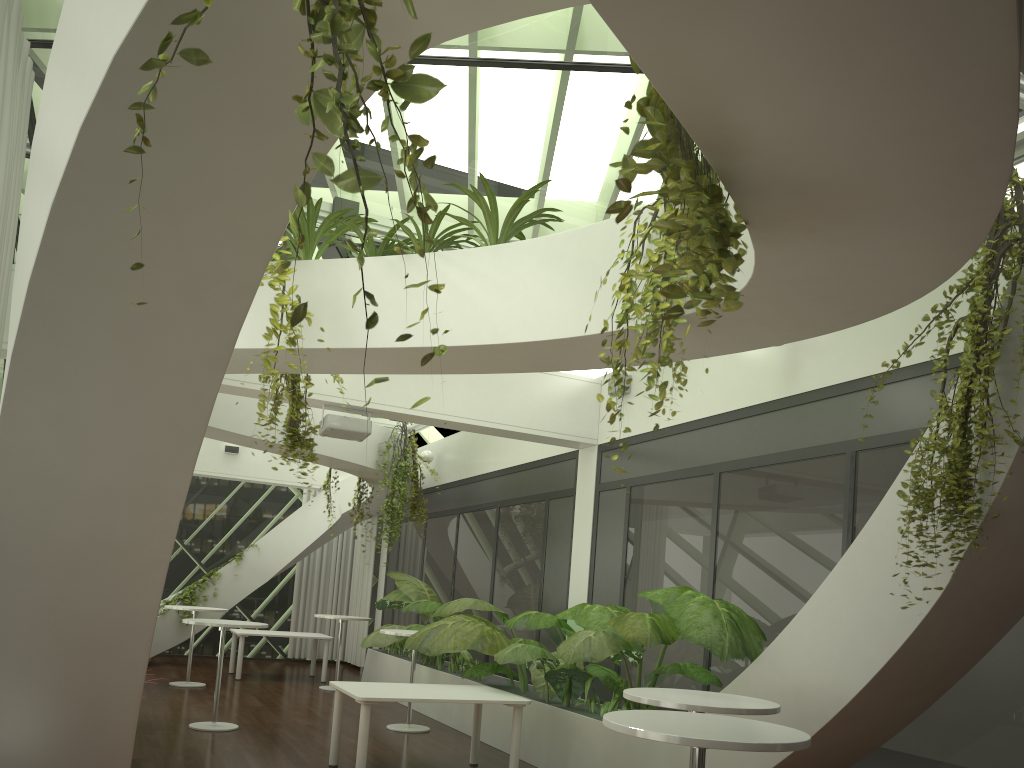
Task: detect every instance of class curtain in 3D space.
[{"bbox_3d":[-2.553,0.274,4.031,0.211,4.115,1.096,6,-6,-23],"label":"curtain"},{"bbox_3d":[-3.641,3.402,17.349,1.240,4.027,0.161,7,-5,-25],"label":"curtain"},{"bbox_3d":[-2.834,3.337,16.833,0.161,4.027,1.007,6,-6,-25],"label":"curtain"}]

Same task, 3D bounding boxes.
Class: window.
[{"bbox_3d":[-0.833,3.004,12.777,0.050,3.183,7.290,6,-12,-23],"label":"window"},{"bbox_3d":[-5.654,2.918,16.709,5.787,4.572,0.038,9,-6,-24],"label":"window"},{"bbox_3d":[-4.805,0.843,7.969,0.085,4.555,17.005,6,-13,-23],"label":"window"},{"bbox_3d":[2.276,1.568,5.933,0.050,3.183,7.199,6,-12,-23],"label":"window"},{"bbox_3d":[-2.065,-0.927,9.314,5.736,0.054,16.972,10,-15,-22],"label":"window"}]

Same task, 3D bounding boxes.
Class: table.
[{"bbox_3d":[-3.033,3.025,9.112,0.854,1.079,0.875,3,-8,11],"label":"table"},{"bbox_3d":[-4.514,3.709,12.370,0.854,1.079,0.875,3,-8,11],"label":"table"},{"bbox_3d":[-1.121,3.380,9.971,0.854,1.079,0.875,3,-8,11],"label":"table"},{"bbox_3d":[1.012,2.287,4.843,0.868,1.079,0.861,11,-10,-38],"label":"table"},{"bbox_3d":[-2.602,4.064,13.230,0.854,1.079,0.875,3,-8,11],"label":"table"},{"bbox_3d":[-3.762,4.386,14.135,1.513,0.707,1.083,10,-12,-23],"label":"table"},{"bbox_3d":[-0.747,2.993,7.499,1.513,0.707,1.083,10,-12,-23],"label":"table"},{"bbox_3d":[0.775,1.982,3.666,0.868,1.079,0.861,11,-10,-38],"label":"table"}]

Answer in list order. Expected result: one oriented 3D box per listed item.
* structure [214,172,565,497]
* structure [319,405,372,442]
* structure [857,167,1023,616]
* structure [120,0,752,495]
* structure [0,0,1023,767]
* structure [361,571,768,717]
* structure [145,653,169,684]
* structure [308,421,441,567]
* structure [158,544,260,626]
[{"bbox_3d":[-1.772,-0.008,6.247,4.627,2.280,1.474,-2,-10,29],"label":"structure"},{"bbox_3d":[-1.597,0.376,8.379,0.466,0.271,0.393,9,-12,-23],"label":"structure"},{"bbox_3d":[2.193,0.055,4.100,0.617,2.084,1.080,5,-7,-11],"label":"structure"},{"bbox_3d":[0.173,-0.485,2.670,1.229,1.824,3.282,0,-12,31],"label":"structure"},{"bbox_3d":[-0.428,1.047,4.795,5.952,4.144,24.792,8,-14,-17],"label":"structure"},{"bbox_3d":[-0.599,2.924,9.590,1.797,1.685,9.034,8,-14,-23],"label":"structure"},{"bbox_3d":[-3.250,1.800,7.045,0.860,1.570,3.375,7,-12,-24],"label":"structure"},{"bbox_3d":[-1.910,1.496,12.153,1.436,2.040,1.669,0,-9,31],"label":"structure"},{"bbox_3d":[-5.767,3.048,13.342,2.030,1.639,4.889,3,-13,8],"label":"structure"}]
